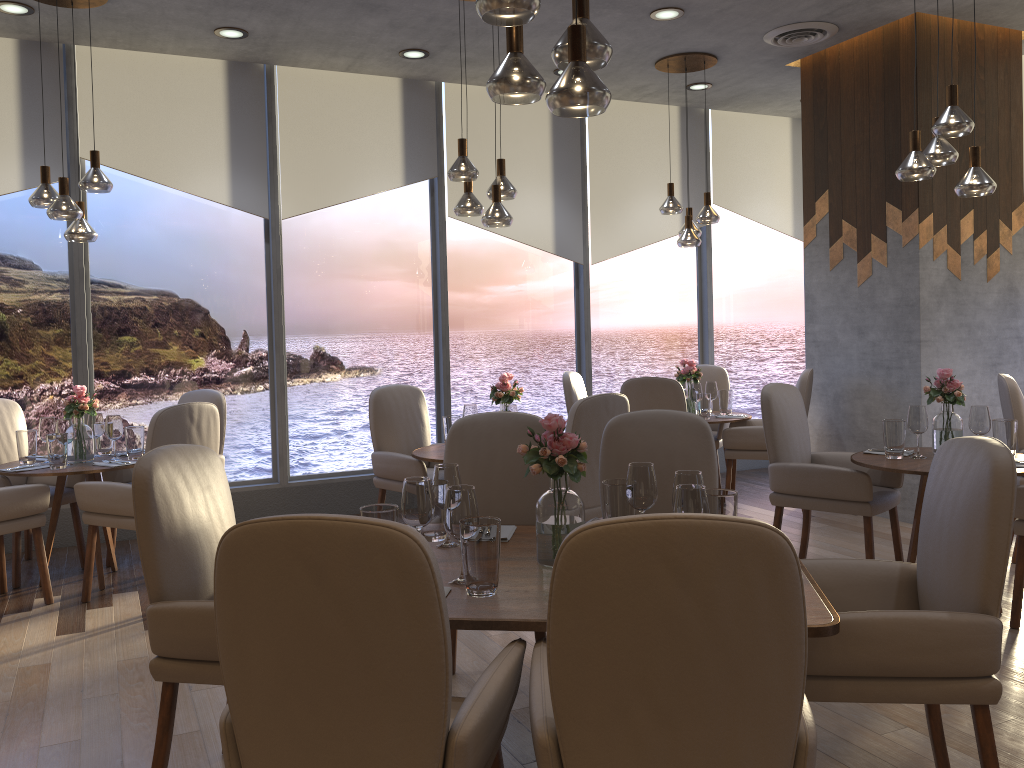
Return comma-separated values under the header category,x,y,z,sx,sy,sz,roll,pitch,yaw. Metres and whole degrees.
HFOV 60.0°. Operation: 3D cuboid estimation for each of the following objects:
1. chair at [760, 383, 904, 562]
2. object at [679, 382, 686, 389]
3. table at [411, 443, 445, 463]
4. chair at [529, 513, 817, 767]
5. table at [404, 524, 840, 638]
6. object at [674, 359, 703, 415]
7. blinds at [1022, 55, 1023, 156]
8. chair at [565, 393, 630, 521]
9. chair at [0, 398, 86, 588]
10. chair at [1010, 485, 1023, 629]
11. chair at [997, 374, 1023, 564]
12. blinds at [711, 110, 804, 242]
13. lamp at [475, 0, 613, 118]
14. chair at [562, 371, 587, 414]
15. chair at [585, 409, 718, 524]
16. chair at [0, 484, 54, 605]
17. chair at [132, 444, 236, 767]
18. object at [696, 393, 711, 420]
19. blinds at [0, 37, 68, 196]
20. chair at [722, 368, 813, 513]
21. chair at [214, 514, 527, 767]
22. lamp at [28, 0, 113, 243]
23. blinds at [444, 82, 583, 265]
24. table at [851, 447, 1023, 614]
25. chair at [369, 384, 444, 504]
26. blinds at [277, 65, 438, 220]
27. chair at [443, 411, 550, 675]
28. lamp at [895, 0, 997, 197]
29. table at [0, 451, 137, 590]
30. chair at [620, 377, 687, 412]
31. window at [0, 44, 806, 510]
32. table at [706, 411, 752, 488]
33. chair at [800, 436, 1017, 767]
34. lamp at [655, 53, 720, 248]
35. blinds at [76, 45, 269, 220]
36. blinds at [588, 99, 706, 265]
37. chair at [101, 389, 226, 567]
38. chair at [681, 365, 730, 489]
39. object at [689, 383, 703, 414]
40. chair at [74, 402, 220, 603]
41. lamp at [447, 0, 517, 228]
category,x,y,z,sx,sy,sz,roll,pitch,yaw
chair,1.597,0.498,4.468,0.600,0.999,0.529,0,3,41
object,1.270,0.100,6.542,0.092,0.244,0.092,-2,2,-23
table,-0.122,0.689,4.853,0.833,0.661,0.835,0,3,25
chair,0.298,0.692,1.727,0.528,0.999,0.600,-1,2,4
table,0.129,0.822,2.424,1.307,0.665,0.966,-1,3,8
object,1.275,0.023,6.390,0.210,0.415,0.198,-1,2,12
blinds,3.624,-2.353,6.603,0.007,2.678,1.174,-2,2,-25
chair,0.266,0.536,4.428,0.529,0.999,0.600,-3,3,-44
chair,-2.827,0.582,5.059,0.599,0.999,0.529,-1,2,27
chair,2.448,0.521,3.678,0.600,0.999,0.529,0,3,42
chair,2.974,0.442,4.794,0.599,0.999,0.529,-1,2,25
blinds,2.272,-2.594,8.025,1.174,2.678,0.007,-2,2,-25
lamp,0.077,-1.375,2.392,0.439,1.325,0.439,-2,2,-20
chair,0.696,0.400,6.559,0.599,0.999,0.529,-1,2,18
chair,0.496,0.611,3.027,0.528,0.999,0.600,-1,2,11
chair,-2.654,0.622,4.296,0.528,0.999,0.600,0,2,31
chair,-0.708,0.673,2.520,0.599,0.999,0.529,-1,2,11
object,1.325,0.156,6.127,0.102,0.178,0.102,0,2,37
blinds,-3.389,-2.249,5.378,1.174,2.678,0.007,-2,2,-25
chair,1.787,0.394,6.161,0.599,0.999,0.529,-1,2,19
chair,-0.267,0.703,1.795,0.528,0.999,0.600,-1,2,11
lamp,-2.391,-1.447,4.774,0.439,1.325,0.439,-3,2,-32
blinds,0.018,-2.281,6.973,1.174,2.678,0.007,-2,2,-25
table,2.012,0.677,4.086,0.834,0.661,0.835,1,3,39
chair,-0.523,0.507,5.280,0.529,0.999,0.600,-3,3,-44
blinds,-1.120,-2.517,6.437,1.174,2.678,0.007,-2,2,-25
chair,-0.063,0.621,3.116,0.528,0.999,0.600,-1,2,6
lamp,1.970,-1.522,4.053,0.439,1.325,0.439,-2,2,-18
table,-2.325,0.750,4.820,0.834,0.661,0.834,-3,3,-26
chair,0.986,0.435,5.832,0.528,0.999,0.600,-1,2,22
window,1.537,-0.860,4.652,16.117,3.196,8.071,0,3,20
table,1.304,0.561,6.392,0.834,0.661,0.834,-4,3,-38
chair,0.947,0.641,2.304,0.599,0.999,0.529,-1,2,6
lamp,1.260,-1.637,6.349,0.439,1.325,0.440,0,2,32
blinds,-2.264,-2.455,5.902,1.174,2.678,0.007,-2,2,-25
blinds,1.148,-2.342,7.501,1.174,2.678,0.007,-2,2,-25
chair,-2.032,0.548,5.275,0.528,0.999,0.600,0,2,32
chair,1.448,0.361,6.897,0.528,0.999,0.600,-1,2,23
object,1.295,0.117,6.231,0.092,0.244,0.092,-3,2,-44
chair,-1.811,0.587,4.496,0.599,0.999,0.529,0,2,28
lamp,-0.175,-1.510,4.825,0.439,1.325,0.439,-2,2,-23
